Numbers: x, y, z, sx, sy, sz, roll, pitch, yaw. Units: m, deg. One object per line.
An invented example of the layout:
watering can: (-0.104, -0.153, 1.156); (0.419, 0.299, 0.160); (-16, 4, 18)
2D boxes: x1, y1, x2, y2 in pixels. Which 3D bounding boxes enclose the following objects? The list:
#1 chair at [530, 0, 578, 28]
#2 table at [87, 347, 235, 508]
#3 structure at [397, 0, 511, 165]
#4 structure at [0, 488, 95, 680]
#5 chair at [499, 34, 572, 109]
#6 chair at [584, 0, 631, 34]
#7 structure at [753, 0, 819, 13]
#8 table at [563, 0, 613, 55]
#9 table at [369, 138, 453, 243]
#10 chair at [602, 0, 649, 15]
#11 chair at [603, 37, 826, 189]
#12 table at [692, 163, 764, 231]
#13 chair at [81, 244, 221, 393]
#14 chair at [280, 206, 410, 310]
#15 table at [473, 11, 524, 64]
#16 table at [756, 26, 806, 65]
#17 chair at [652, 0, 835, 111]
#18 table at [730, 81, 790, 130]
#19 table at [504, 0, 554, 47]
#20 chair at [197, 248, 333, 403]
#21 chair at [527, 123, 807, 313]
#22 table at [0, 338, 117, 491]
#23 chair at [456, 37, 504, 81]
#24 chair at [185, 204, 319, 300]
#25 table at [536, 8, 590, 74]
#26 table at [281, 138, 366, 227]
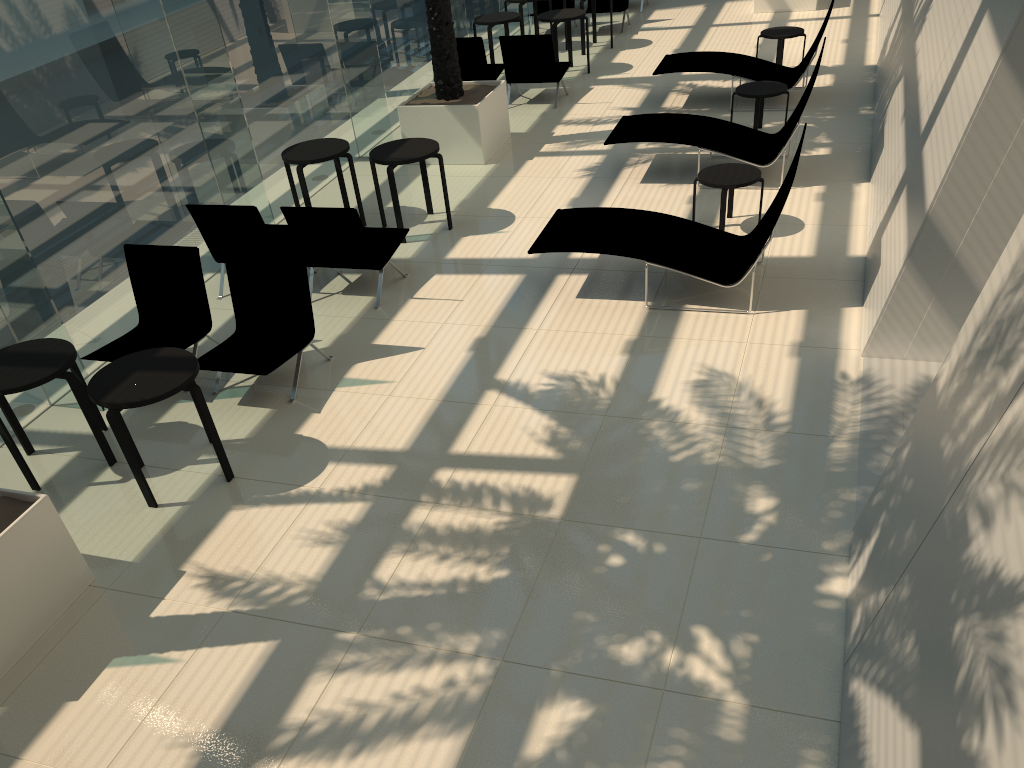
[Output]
chair: (0.633, -6.405, 14.671); (0.711, 0.962, 0.818); (7, 38, 18)
table: (-2.276, 0.275, 5.717); (0.669, 0.846, 0.633); (-19, 38, -17)
structure: (-1.041, -5.797, 8.272); (4.814, 7.597, 4.083); (2, 37, 12)
structure: (-3.570, -1.512, 2.582); (4.459, 7.597, 4.407); (-6, 36, 0)
chair: (0.336, -4.284, 11.677); (0.711, 0.962, 0.818); (7, 38, 18)
chair: (1.517, -6.330, 14.400); (0.711, 0.962, 0.818); (7, 38, 18)
structure: (4.430, -9.384, 12.530); (4.481, 7.461, 4.073); (-29, 42, -27)
table: (1.189, -5.660, 13.605); (0.665, 0.846, 0.637); (-22, 39, -20)
table: (-1.001, -1.924, 8.642); (0.661, 0.846, 0.641); (-25, 40, -24)
chair: (2.052, -7.223, 15.583); (0.711, 0.962, 0.818); (7, 38, 18)
chair: (2.028, -2.749, 8.886); (2.024, 1.254, 0.850); (5, 38, 17)
table: (1.964, -1.653, 7.947); (0.542, 0.561, 0.519); (-22, 39, -20)
chair: (-2.832, -0.469, 6.783); (0.711, 0.962, 0.818); (7, 38, 18)
chair: (-1.413, -1.288, 7.696); (0.711, 0.962, 0.818); (7, 38, 18)
table: (-0.178, -4.985, 12.888); (0.661, 0.846, 0.641); (-25, 40, -24)
table: (3.570, -4.404, 11.602); (0.538, 0.561, 0.522); (-25, 40, -24)
chair: (2.819, -4.103, 10.686); (2.024, 1.254, 0.850); (5, 38, 17)
table: (2.780, -3.049, 9.802); (0.542, 0.561, 0.519); (-22, 39, -20)
table: (0.271, -5.737, 13.887); (0.665, 0.846, 0.637); (-22, 39, -20)
chair: (-1.949, -0.395, 6.512); (0.711, 0.962, 0.818); (7, 38, 18)
chair: (1.213, -1.353, 7.031); (2.024, 1.254, 0.850); (5, 38, 17)
table: (-3.195, 0.198, 5.999); (0.669, 0.846, 0.633); (-19, 38, -17)
chair: (-0.547, -4.358, 11.948); (0.711, 0.962, 0.818); (7, 38, 18)
chair: (-2.297, -1.362, 7.967); (0.711, 0.962, 0.818); (7, 38, 18)
table: (0.741, -4.907, 12.606); (0.661, 0.846, 0.641); (-25, 40, -24)
table: (-1.920, -2.001, 8.924); (0.661, 0.846, 0.641); (-25, 40, -24)
